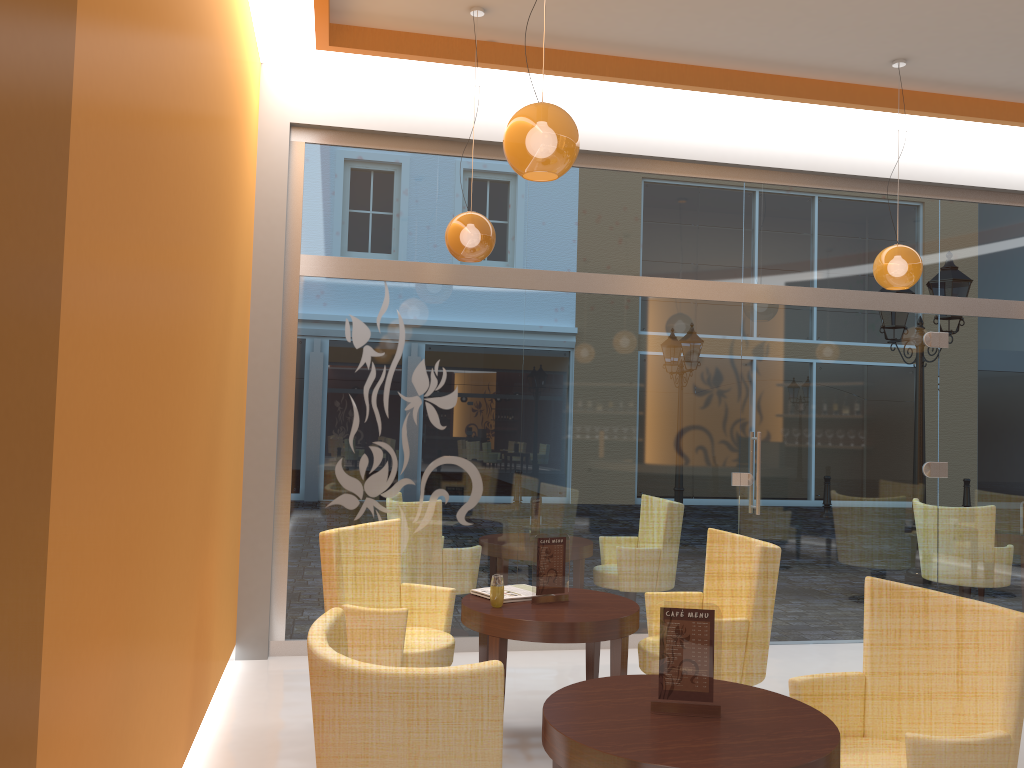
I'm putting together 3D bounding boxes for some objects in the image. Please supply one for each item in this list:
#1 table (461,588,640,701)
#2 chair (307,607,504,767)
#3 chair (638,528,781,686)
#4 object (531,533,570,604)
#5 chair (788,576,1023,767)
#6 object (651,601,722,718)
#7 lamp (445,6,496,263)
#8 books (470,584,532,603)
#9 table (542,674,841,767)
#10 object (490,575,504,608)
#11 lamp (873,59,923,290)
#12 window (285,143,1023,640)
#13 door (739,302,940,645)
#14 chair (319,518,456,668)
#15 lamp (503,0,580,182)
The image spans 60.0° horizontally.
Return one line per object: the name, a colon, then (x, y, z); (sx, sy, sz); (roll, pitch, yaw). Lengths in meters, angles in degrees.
table: (0.178, 1.411, 4.341); (0.872, 0.679, 0.874); (0, -3, 35)
chair: (-0.182, 1.130, 2.270); (0.685, 1.017, 0.729); (4, -4, -43)
chair: (0.975, 1.269, 4.431); (0.685, 1.017, 0.729); (2, -3, -8)
object: (0.193, 0.905, 4.366); (0.209, 0.335, 0.042); (3, -3, -28)
chair: (1.285, 1.203, 2.903); (0.685, 1.017, 0.729); (2, -3, -14)
object: (0.531, 0.833, 2.698); (0.209, 0.335, 0.042); (1, -3, 7)
lamp: (-0.226, -1.473, 5.224); (0.299, 1.500, 0.299); (2, -3, -11)
books: (0.006, 1.060, 4.497); (0.339, 0.028, 0.273); (4, -3, -36)
table: (0.518, 1.339, 2.664); (0.872, 0.679, 0.874); (0, -3, 25)
object: (-0.070, 0.984, 4.209); (0.067, 0.148, 0.067); (1, -3, 13)
lamp: (2.517, -1.367, 5.777); (0.299, 1.500, 0.299); (4, -4, -37)
window: (2.481, 0.179, 6.671); (8.200, 3.380, 0.040); (2, -3, -11)
door: (2.466, 0.677, 6.646); (1.640, 2.499, 0.020); (2, -3, -11)
chair: (-0.624, 1.224, 4.447); (0.685, 1.017, 0.729); (1, -3, 21)
lamp: (0.131, -1.549, 3.462); (0.299, 1.500, 0.299); (2, -3, -11)
